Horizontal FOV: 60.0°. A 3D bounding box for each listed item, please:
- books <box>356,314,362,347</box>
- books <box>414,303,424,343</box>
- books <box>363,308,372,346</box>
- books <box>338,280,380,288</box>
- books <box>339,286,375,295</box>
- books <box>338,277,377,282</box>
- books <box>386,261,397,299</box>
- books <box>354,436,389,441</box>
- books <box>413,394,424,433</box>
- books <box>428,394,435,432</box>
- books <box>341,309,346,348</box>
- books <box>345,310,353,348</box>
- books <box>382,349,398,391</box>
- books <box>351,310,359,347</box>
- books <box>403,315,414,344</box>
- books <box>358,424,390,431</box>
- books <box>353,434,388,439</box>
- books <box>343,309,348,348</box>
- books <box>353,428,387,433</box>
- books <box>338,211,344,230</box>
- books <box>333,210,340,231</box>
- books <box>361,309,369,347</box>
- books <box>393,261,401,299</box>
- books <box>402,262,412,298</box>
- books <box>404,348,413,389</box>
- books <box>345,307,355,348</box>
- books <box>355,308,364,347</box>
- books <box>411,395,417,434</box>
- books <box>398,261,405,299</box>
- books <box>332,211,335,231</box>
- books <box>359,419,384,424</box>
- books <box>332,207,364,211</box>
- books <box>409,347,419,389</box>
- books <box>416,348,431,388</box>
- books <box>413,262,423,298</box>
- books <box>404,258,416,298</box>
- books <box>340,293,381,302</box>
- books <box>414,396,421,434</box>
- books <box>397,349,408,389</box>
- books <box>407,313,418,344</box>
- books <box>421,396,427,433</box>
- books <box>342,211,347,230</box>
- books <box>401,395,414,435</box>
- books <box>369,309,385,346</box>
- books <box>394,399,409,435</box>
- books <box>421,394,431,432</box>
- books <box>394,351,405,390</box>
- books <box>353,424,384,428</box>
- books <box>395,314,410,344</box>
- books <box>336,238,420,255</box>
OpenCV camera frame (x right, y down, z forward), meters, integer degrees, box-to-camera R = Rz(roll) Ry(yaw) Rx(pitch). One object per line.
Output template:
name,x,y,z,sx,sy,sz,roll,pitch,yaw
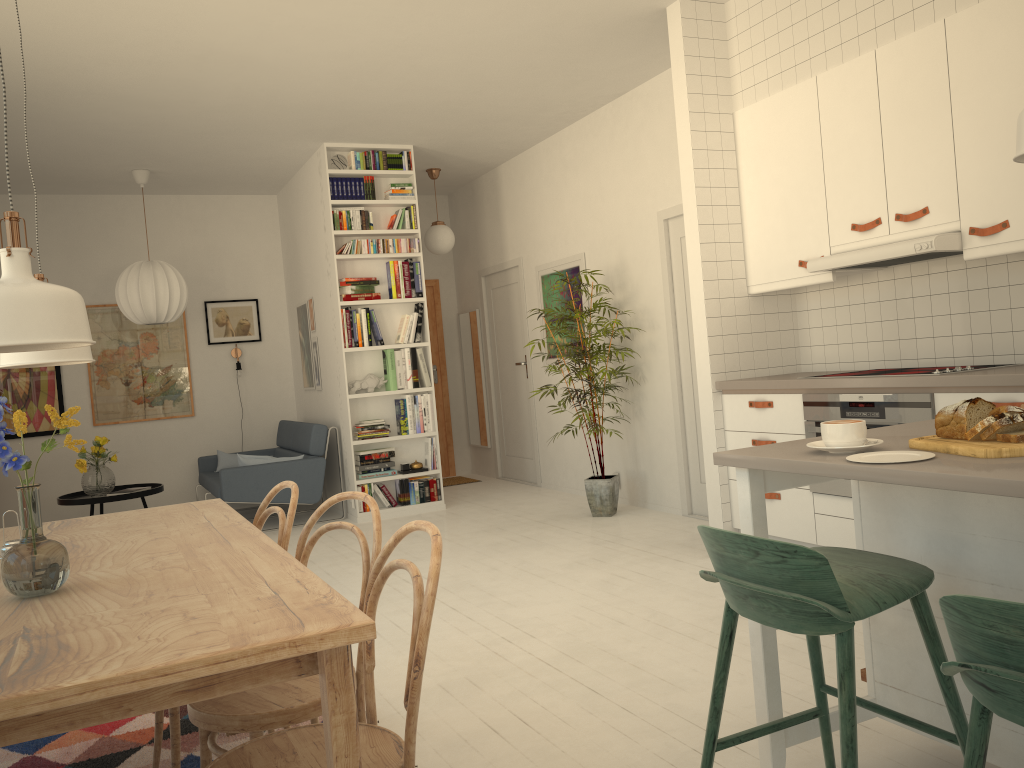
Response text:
books,-1.213,-0.409,6.897,0.024,0.260,0.199,-5,1,-25
books,-0.767,-0.485,7.118,0.092,0.319,0.179,-5,1,-25
books,-1.139,-0.440,6.927,0.033,0.306,0.150,-5,1,-25
books,-1.216,-0.776,6.933,0.314,0.035,0.205,-6,2,-25
books,-1.208,-0.725,6.922,0.128,0.064,0.269,-4,2,35
books,-1.223,-0.805,6.922,0.266,0.026,0.203,-6,2,-36
books,-0.974,-0.816,7.049,0.032,0.300,0.200,-5,1,-25
books,-1.103,0.419,6.920,0.247,0.009,0.170,-6,2,-22
books,-0.765,0.237,7.112,0.025,0.305,0.213,-5,1,-25
books,-0.686,0.231,7.156,0.039,0.303,0.229,-5,1,-25
books,-1.333,-0.420,6.864,0.021,0.301,0.222,-5,1,-25
books,-1.288,-0.419,6.871,0.032,0.291,0.203,-5,1,-25
books,-0.979,-0.108,7.009,0.056,0.328,0.228,-5,1,-25
books,-1.241,-0.423,6.891,0.030,0.289,0.200,-5,1,-25
books,-0.843,-0.432,7.064,0.106,0.225,0.138,-5,1,-25
books,-1.088,0.341,6.947,0.235,0.025,0.163,-5,2,-19
books,-1.108,0.408,6.915,0.247,0.014,0.173,-6,2,-26
books,-1.314,-0.422,6.867,0.015,0.301,0.207,-5,1,-25
books,-1.111,0.363,6.912,0.238,0.012,0.120,-6,2,-30
books,-1.345,-1.243,6.859,0.030,0.149,0.202,-5,1,-25
books,-1.373,-1.245,6.843,0.034,0.162,0.197,-5,1,-25
books,-1.172,-0.430,6.920,0.032,0.291,0.189,-5,1,-25
books,-0.939,-0.817,7.058,0.039,0.302,0.199,-5,1,-25
books,-0.865,-0.819,7.080,0.059,0.291,0.182,-5,1,-25
books,-0.858,-0.119,7.075,0.037,0.324,0.240,-5,1,-25
books,-1.266,-0.434,6.882,0.021,0.317,0.179,-5,1,-25
books,-1.202,-0.432,6.921,0.020,0.304,0.193,-5,1,-25
books,-0.824,0.240,7.094,0.027,0.311,0.228,-5,1,-25
books,-0.907,-0.819,7.067,0.029,0.301,0.185,-5,1,-25
books,-1.408,-1.240,6.853,0.019,0.156,0.205,-5,1,-25
books,-1.100,0.292,6.921,0.166,0.019,0.127,-6,2,-32
books,-1.289,-1.344,6.898,0.255,0.022,0.189,-5,1,-15
books,-0.813,-0.126,7.091,0.056,0.327,0.202,-5,1,-25
books,-0.745,-0.127,7.131,0.099,0.316,0.228,-5,1,-25
books,-0.780,-0.826,7.119,0.054,0.289,0.179,-5,1,-25
books,-0.824,-0.836,7.100,0.039,0.317,0.161,-5,1,-25
books,-1.197,-0.667,6.915,0.301,0.056,0.202,-6,2,-25
books,-0.778,0.244,7.070,0.035,0.304,0.150,-5,1,-25
books,-0.893,-0.115,7.074,0.023,0.321,0.235,-5,1,-25
books,-0.814,-0.442,7.103,0.092,0.244,0.196,-5,1,-25
books,-0.737,0.242,7.109,0.022,0.291,0.208,-5,1,-25
books,-1.318,-1.247,6.866,0.023,0.152,0.199,-5,1,-25
books,-0.852,0.243,7.078,0.037,0.311,0.241,-5,1,-25
books,-1.085,-0.437,6.965,0.093,0.288,0.200,-5,1,-25
books,-0.888,0.261,7.048,0.057,0.284,0.200,-5,1,-25
books,-0.705,0.232,7.113,0.037,0.308,0.161,-5,1,-25
books,-0.924,-0.103,7.039,0.065,0.311,0.199,-5,1,-25
books,-1.125,0.326,6.922,0.221,0.010,0.169,-6,2,-22
books,-0.872,-0.431,7.042,0.115,0.232,0.133,-5,1,-25
books,-1.088,-1.064,6.988,0.665,0.110,0.278,-6,2,-25
